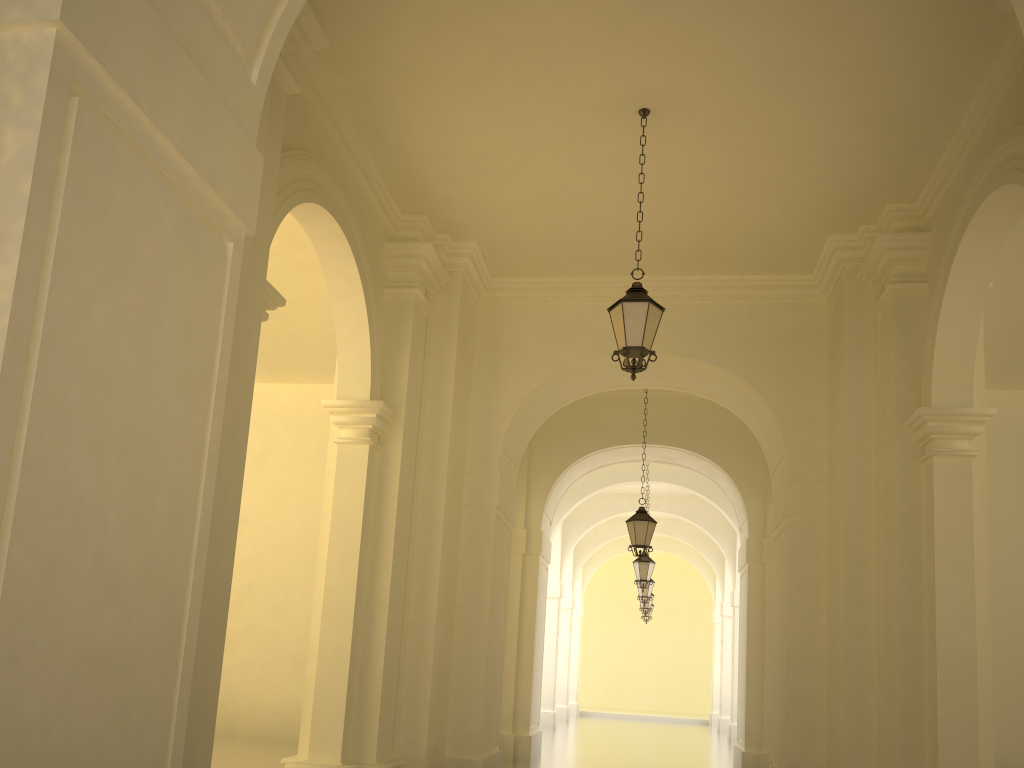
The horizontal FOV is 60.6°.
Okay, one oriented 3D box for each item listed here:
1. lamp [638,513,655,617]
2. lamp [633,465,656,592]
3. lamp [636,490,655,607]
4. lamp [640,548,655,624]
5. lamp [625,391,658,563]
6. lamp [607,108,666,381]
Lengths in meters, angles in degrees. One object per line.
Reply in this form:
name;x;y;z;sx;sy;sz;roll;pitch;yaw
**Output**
lamp;4.084;5.367;26.391;0.509;3.222;0.454;2;-10;10
lamp;2.884;2.856;18.874;0.509;3.222;0.454;2;-10;10
lamp;3.489;4.123;22.667;0.509;3.222;0.454;2;-10;10
lamp;4.674;6.604;30.092;0.509;3.222;0.454;2;-10;10
lamp;2.100;1.213;13.959;0.445;3.222;0.520;7;-10;-20
lamp;1.121;-1.252;7.740;0.445;2.498;0.521;-4;-13;39
